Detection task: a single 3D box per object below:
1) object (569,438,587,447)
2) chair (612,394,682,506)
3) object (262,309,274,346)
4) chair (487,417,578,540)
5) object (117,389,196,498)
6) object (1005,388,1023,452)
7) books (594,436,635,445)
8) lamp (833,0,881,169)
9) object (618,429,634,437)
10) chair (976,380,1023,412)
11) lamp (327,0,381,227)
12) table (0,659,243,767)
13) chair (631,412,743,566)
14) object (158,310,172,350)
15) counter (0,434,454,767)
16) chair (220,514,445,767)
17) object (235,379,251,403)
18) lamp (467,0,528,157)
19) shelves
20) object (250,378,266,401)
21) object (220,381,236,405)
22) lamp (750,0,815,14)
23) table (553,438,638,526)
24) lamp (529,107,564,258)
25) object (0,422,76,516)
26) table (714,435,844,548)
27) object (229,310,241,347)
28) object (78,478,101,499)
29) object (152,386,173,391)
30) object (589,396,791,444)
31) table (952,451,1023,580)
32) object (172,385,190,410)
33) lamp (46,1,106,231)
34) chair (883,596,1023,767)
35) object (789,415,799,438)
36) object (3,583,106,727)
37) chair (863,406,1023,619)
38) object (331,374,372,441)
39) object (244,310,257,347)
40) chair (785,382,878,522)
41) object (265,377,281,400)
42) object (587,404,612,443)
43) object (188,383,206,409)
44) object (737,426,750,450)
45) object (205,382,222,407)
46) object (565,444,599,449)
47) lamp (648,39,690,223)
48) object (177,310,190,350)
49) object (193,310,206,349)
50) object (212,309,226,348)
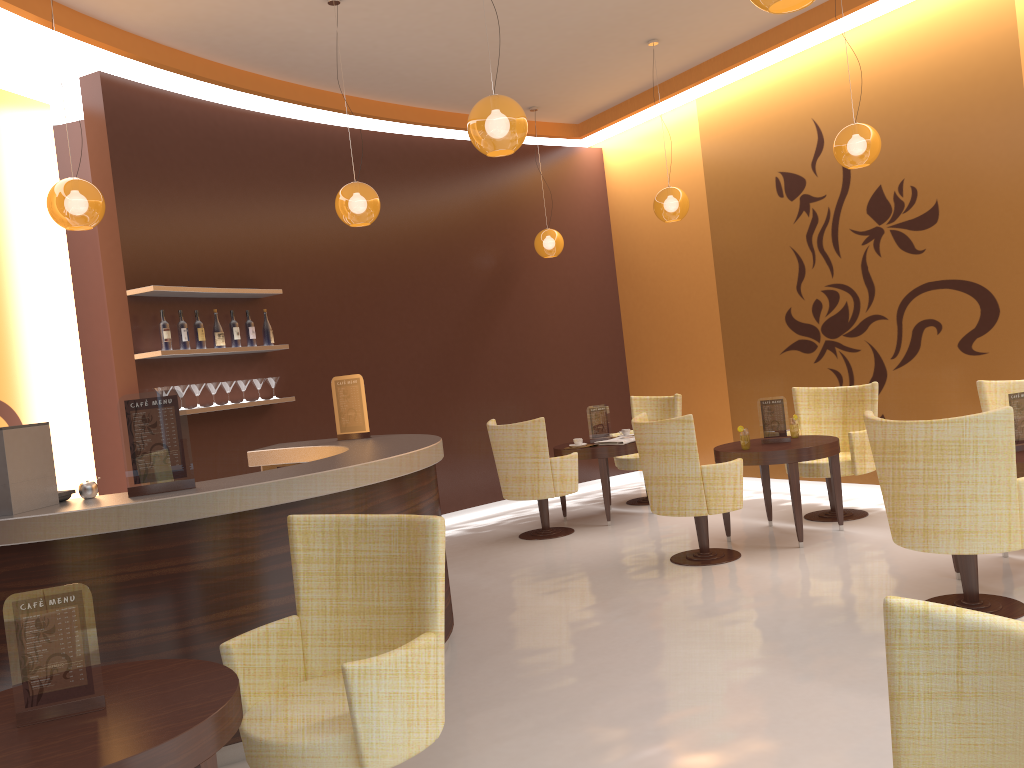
[{"bbox_3d":[0.580,0.516,7.801,0.153,0.069,0.153,-7,1,-6],"label":"object"},{"bbox_3d":[1.335,0.625,8.624,0.685,1.017,0.729,-7,1,-33],"label":"chair"},{"bbox_3d":[-1.970,-0.451,7.126,0.086,0.303,0.086,-7,1,-18],"label":"object"},{"bbox_3d":[0.200,0.777,7.511,0.685,1.017,0.729,-7,1,-35],"label":"chair"},{"bbox_3d":[-1.453,0.238,3.622,0.258,0.414,0.052,-7,1,-18],"label":"object"},{"bbox_3d":[2.776,0.193,4.814,0.209,0.335,0.042,-7,1,-14],"label":"object"},{"bbox_3d":[0.952,0.497,7.778,0.367,0.035,0.345,-8,1,-42],"label":"books"},{"bbox_3d":[2.211,-2.182,5.853,0.299,1.500,0.299,-7,1,-7],"label":"lamp"},{"bbox_3d":[1.057,0.454,8.188,0.153,0.069,0.153,-6,1,41],"label":"object"},{"bbox_3d":[3.322,0.458,5.455,0.729,1.017,0.685,-6,1,26],"label":"chair"},{"bbox_3d":[-1.096,-1.803,5.888,0.299,1.500,0.299,-7,1,-14],"label":"lamp"},{"bbox_3d":[-1.120,1.199,2.301,0.872,0.679,0.874,-6,1,14],"label":"table"},{"bbox_3d":[1.220,0.688,6.043,0.685,1.017,0.729,-7,1,-15],"label":"chair"},{"bbox_3d":[-2.445,-0.374,6.242,0.073,0.297,0.073,-6,1,6],"label":"object"},{"bbox_3d":[-1.120,0.943,4.621,1.586,1.100,2.917,-6,1,13],"label":"counter"},{"bbox_3d":[-0.526,0.951,2.825,0.729,1.017,0.685,-6,1,36],"label":"chair"},{"bbox_3d":[-2.081,0.058,6.874,0.137,0.174,0.137,-6,1,33],"label":"object"},{"bbox_3d":[-0.142,-1.883,4.364,0.299,1.500,0.299,-6,1,36],"label":"lamp"},{"bbox_3d":[-2.663,-0.172,4.992,0.586,0.902,4.744,-6,1,15],"label":"shelves"},{"bbox_3d":[-2.000,0.046,7.008,0.137,0.174,0.137,-7,1,-7],"label":"object"},{"bbox_3d":[-2.157,0.070,6.741,0.137,0.174,0.137,-6,1,33],"label":"object"},{"bbox_3d":[0.812,-1.964,2.840,0.299,1.500,0.299,-7,1,-21],"label":"lamp"},{"bbox_3d":[0.845,0.864,8.001,0.872,0.679,0.874,-6,1,4],"label":"table"},{"bbox_3d":[0.302,-2.022,8.901,0.299,1.500,0.299,-7,1,-32],"label":"lamp"},{"bbox_3d":[-2.028,0.341,3.620,0.270,0.340,0.373,-6,1,13],"label":"object"},{"bbox_3d":[1.946,0.767,6.437,0.872,0.679,0.874,-7,1,-1],"label":"table"},{"bbox_3d":[-2.142,-0.420,6.840,0.073,0.297,0.073,-6,1,6],"label":"object"},{"bbox_3d":[-1.787,0.444,3.740,0.075,0.077,0.075,-6,1,27],"label":"object"},{"bbox_3d":[-2.430,0.110,6.196,0.137,0.174,0.137,-6,1,23],"label":"object"},{"bbox_3d":[1.374,0.307,7.232,0.187,0.335,2.090,-7,1,-36],"label":"object"},{"bbox_3d":[2.829,0.697,4.832,0.872,0.679,0.874,-6,1,4],"label":"table"},{"bbox_3d":[-2.363,0.100,6.336,0.137,0.174,0.137,-6,1,23],"label":"object"},{"bbox_3d":[-2.525,-1.621,4.985,0.299,1.500,0.299,-7,1,-14],"label":"lamp"},{"bbox_3d":[0.545,0.861,1.070,0.685,1.017,0.729,-7,1,0],"label":"chair"},{"bbox_3d":[2.111,0.317,6.637,0.067,0.171,0.072,-6,1,15],"label":"object"},{"bbox_3d":[-1.189,0.697,2.303,0.209,0.335,0.042,-7,1,-18],"label":"object"},{"bbox_3d":[2.183,0.610,4.342,0.685,1.017,0.729,-7,1,-35],"label":"chair"},{"bbox_3d":[-1.040,0.150,5.704,0.258,0.414,0.052,-6,1,27],"label":"object"},{"bbox_3d":[-2.062,-0.432,6.976,0.073,0.297,0.073,-6,1,6],"label":"object"},{"bbox_3d":[2.517,0.521,6.963,0.685,1.017,0.729,-8,2,-44],"label":"chair"},{"bbox_3d":[-1.921,0.035,7.141,0.137,0.174,0.137,-6,1,33],"label":"object"},{"bbox_3d":[0.793,0.358,8.041,0.209,0.335,0.042,-7,1,-9],"label":"object"},{"bbox_3d":[-2.297,0.089,6.476,0.137,0.174,0.137,-6,1,33],"label":"object"},{"bbox_3d":[1.644,0.378,6.265,0.067,0.171,0.072,-6,1,40],"label":"object"},{"bbox_3d":[-2.223,0.080,6.610,0.137,0.174,0.137,-6,1,33],"label":"object"},{"bbox_3d":[0.569,0.547,7.789,0.239,0.021,0.464,-7,1,-18],"label":"object"},{"bbox_3d":[1.256,-2.102,7.377,0.299,1.500,0.299,-6,1,11],"label":"lamp"},{"bbox_3d":[-2.374,-0.385,6.397,0.073,0.297,0.073,-6,1,6],"label":"object"},{"bbox_3d":[-2.308,-0.395,6.538,0.073,0.297,0.073,-7,1,-35],"label":"object"},{"bbox_3d":[-2.227,-0.413,6.705,0.086,0.303,0.086,-6,1,42],"label":"object"}]
